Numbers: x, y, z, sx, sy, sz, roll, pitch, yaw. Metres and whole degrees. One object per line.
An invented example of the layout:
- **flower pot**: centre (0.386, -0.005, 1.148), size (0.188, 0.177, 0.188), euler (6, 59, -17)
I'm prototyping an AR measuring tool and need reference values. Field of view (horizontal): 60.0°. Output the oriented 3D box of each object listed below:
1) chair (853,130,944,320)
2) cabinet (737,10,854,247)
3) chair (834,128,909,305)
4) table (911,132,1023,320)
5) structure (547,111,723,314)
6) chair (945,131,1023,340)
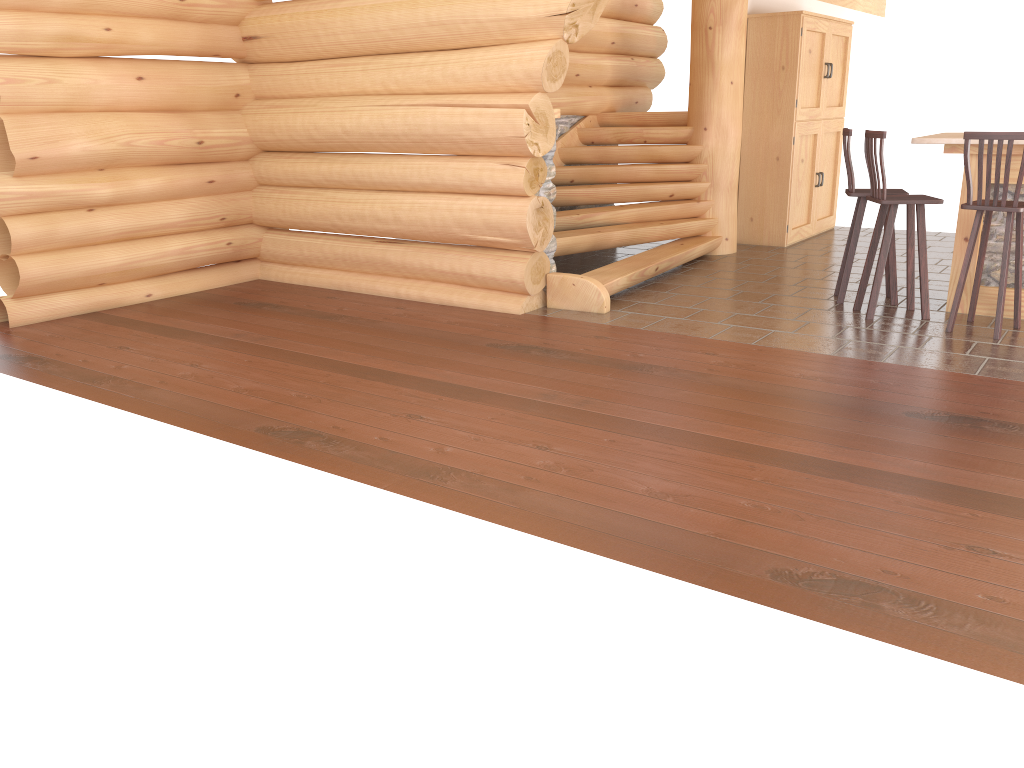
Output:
- **chair**: centre (2.771, -1.146, 6.393), size (0.504, 1.319, 0.406), euler (0, 17, 4)
- **cabinet**: centre (3.283, -2.922, 10.225), size (0.670, 2.403, 1.847), euler (11, 21, 34)
- **chair**: centre (2.780, -1.302, 6.891), size (0.504, 1.319, 0.406), euler (4, 18, 15)
- **table**: centre (4.527, -1.059, 6.101), size (3.220, 1.257, 1.196), euler (11, 21, 34)
- **structure**: centre (0.734, -1.928, 8.508), size (1.951, 1.643, 3.604), euler (8, 20, 28)
- **chair**: centre (3.210, -0.997, 5.887), size (0.504, 1.319, 0.406), euler (-17, 24, -42)
